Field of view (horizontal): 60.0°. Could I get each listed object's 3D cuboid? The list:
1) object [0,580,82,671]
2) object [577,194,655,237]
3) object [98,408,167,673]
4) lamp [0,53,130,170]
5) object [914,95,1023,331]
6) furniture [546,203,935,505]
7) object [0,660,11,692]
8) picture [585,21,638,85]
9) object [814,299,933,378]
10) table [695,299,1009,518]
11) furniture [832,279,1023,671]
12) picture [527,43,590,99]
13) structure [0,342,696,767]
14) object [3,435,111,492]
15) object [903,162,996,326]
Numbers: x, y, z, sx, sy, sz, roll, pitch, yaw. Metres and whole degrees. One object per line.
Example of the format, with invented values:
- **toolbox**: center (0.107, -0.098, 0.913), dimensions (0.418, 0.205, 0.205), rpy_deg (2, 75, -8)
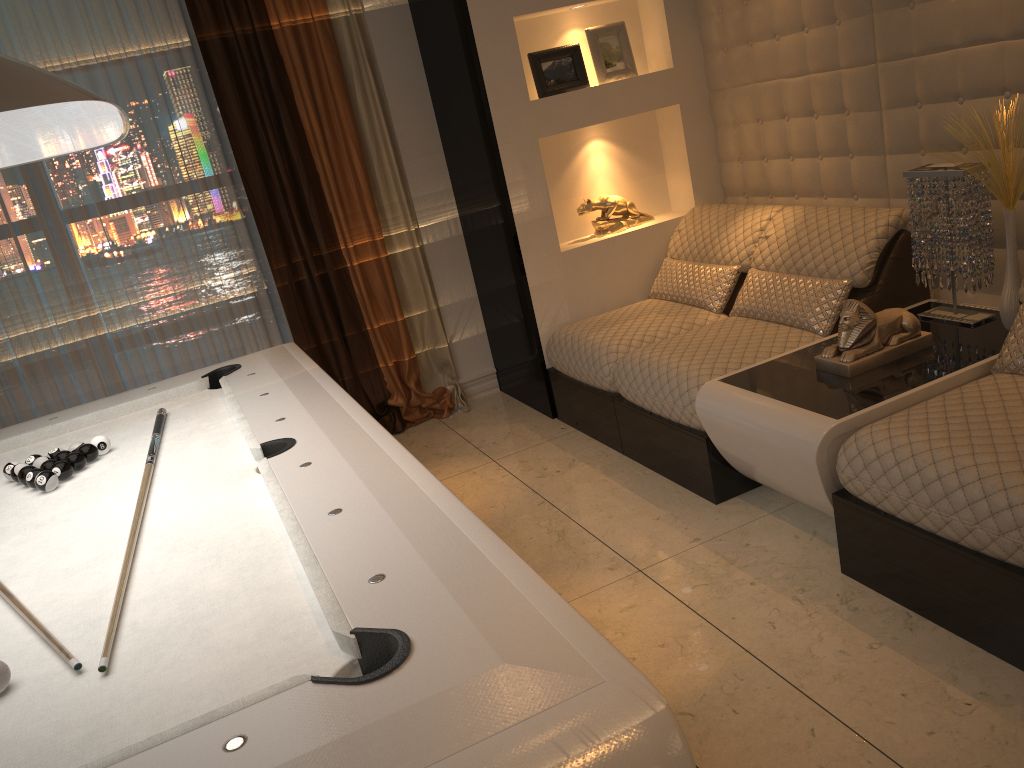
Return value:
- **object**: center (-1.230, 0.387, 2.008), dimensions (0.028, 0.026, 1.605), rpy_deg (-27, 22, -37)
- **object**: center (0.510, -0.843, 4.340), dimensions (0.409, 0.202, 0.124), rpy_deg (-18, 18, -15)
- **object**: center (-0.889, 0.268, 2.135), dimensions (0.028, 0.026, 1.605), rpy_deg (-17, 18, -14)
- **lamp**: center (-1.351, -0.877, 1.615), dimensions (0.939, 0.995, 1.578), rpy_deg (-19, 18, -18)
- **object**: center (1.513, -0.485, 2.671), dimensions (0.388, 0.718, 0.390), rpy_deg (-22, 19, -27)
- **furniture**: center (0.872, -0.248, 3.749), dimensions (1.107, 0.810, 1.312), rpy_deg (-19, 18, -18)
- **object**: center (-0.832, 0.469, 1.416), dimensions (0.057, 0.057, 0.057), rpy_deg (1, 22, 38)
- **picture**: center (0.459, -1.531, 4.112), dimensions (0.211, 0.262, 0.094), rpy_deg (-19, 18, -19)
- **object**: center (1.145, -0.186, 2.829), dimensions (0.344, 0.217, 0.155), rpy_deg (-19, 18, -18)
- **table**: center (1.274, 0.108, 2.942), dimensions (1.143, 0.457, 0.608), rpy_deg (-19, 18, -18)
- **furniture**: center (1.607, 0.129, 2.031), dimensions (1.107, 0.810, 1.312), rpy_deg (-19, 18, -18)
- **picture**: center (0.209, -1.420, 4.032), dimensions (0.264, 0.209, 0.090), rpy_deg (-19, 18, -18)
- **structure**: center (-1.001, 0.704, 2.109), dimensions (1.659, 0.812, 2.912), rpy_deg (-19, 18, -18)
- **object**: center (-1.266, 0.217, 2.521), dimensions (0.299, 0.057, 0.265), rpy_deg (4, 24, 43)
- **object**: center (1.469, -0.473, 2.973), dimensions (0.124, 0.522, 0.247), rpy_deg (-19, 18, -18)
